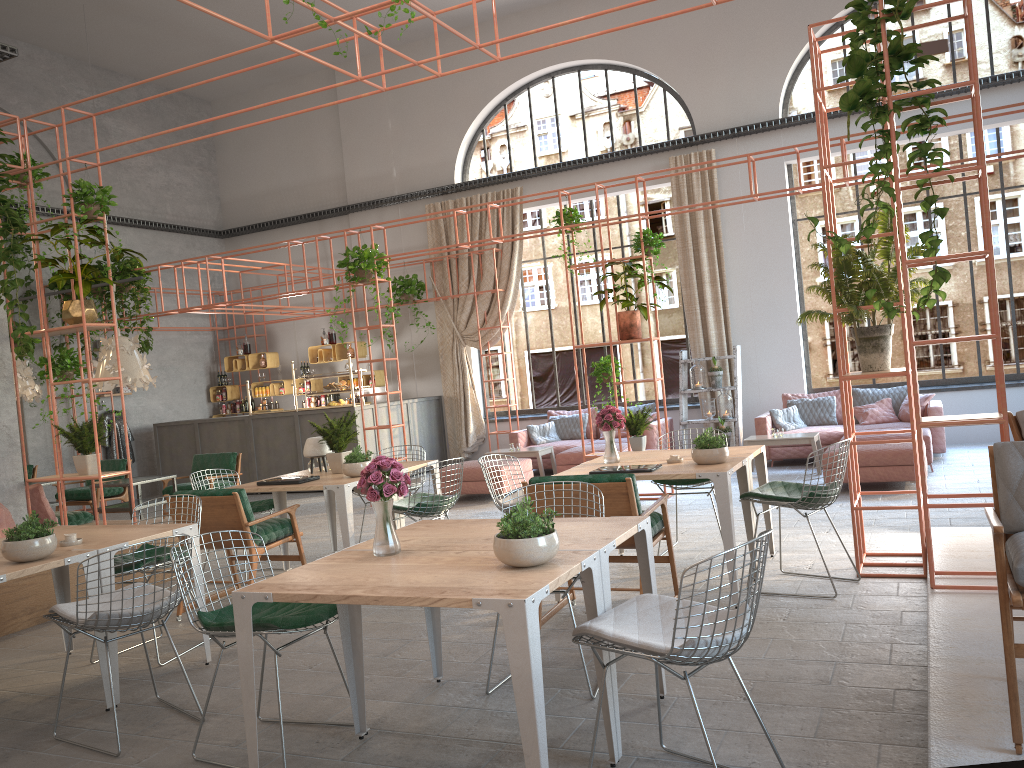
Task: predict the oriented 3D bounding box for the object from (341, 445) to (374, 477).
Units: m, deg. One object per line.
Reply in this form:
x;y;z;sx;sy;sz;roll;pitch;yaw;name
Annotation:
-1.223;0.605;6.986;0.254;0.247;0.248;-5;1;25;object

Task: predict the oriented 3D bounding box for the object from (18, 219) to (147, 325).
-3.611;-0.968;7.499;0.934;0.947;0.903;-6;1;-13;object

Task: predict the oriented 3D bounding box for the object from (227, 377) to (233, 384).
-5.251;-0.049;16.493;0.115;0.147;0.115;-6;1;-20;object

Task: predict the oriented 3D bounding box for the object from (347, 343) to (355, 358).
-2.774;-0.565;15.247;0.137;0.261;0.137;-6;1;-29;object

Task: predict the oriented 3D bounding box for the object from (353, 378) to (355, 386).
-2.737;-0.009;15.307;0.069;0.191;0.069;-6;1;-26;object

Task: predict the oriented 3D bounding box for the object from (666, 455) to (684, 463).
1.109;0.507;6.039;0.115;0.073;0.115;-5;1;20;object

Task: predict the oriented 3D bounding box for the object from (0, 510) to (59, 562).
-2.418;0.759;4.433;0.254;0.247;0.248;-5;1;25;object

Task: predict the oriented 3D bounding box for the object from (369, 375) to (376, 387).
-2.352;-0.050;15.004;0.131;0.207;0.131;-6;1;-20;object

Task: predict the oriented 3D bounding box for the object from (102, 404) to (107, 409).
-6.632;0.362;14.395;0.049;0.121;0.093;-5;1;28;object

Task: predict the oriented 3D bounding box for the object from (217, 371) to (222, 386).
-5.416;-0.104;16.405;0.066;0.291;0.066;-6;1;-5;object

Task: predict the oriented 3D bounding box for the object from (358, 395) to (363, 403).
-2.593;0.252;15.172;0.073;0.131;0.073;-5;1;18;object

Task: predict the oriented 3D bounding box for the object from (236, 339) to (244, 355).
-5.019;-0.672;16.377;0.134;0.301;0.134;-5;1;14;object

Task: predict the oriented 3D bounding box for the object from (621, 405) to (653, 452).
1.400;0.498;9.877;0.368;0.527;0.438;-5;1;25;object

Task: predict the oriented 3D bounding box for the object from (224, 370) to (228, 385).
-5.347;-0.113;16.548;0.066;0.291;0.066;-6;1;-25;object

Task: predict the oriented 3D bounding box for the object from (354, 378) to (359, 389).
-2.647;-0.015;15.097;0.069;0.191;0.069;-5;1;42;object

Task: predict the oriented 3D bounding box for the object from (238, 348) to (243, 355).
-4.941;-0.586;16.149;0.088;0.123;0.088;-6;1;-9;object

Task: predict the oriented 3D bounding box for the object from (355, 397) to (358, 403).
-2.688;0.274;15.153;0.115;0.107;0.115;-6;1;-8;object

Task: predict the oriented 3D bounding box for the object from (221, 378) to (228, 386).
-5.307;-0.042;16.374;0.115;0.147;0.115;-6;1;-20;object

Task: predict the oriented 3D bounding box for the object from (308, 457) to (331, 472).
-1.672;0.682;7.764;0.210;0.154;0.165;-5;1;15;object

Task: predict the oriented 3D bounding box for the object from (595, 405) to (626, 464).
0.712;0.358;6.368;0.225;0.414;0.213;-5;1;18;object

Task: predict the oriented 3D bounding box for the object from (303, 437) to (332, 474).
-1.664;0.612;7.608;0.241;0.313;0.241;-6;1;-20;object

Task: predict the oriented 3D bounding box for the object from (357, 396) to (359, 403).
-2.636;0.267;15.266;0.115;0.107;0.115;-5;1;31;object

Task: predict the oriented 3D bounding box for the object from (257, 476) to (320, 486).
-1.768;0.764;7.013;0.427;0.031;0.268;-5;1;25;object

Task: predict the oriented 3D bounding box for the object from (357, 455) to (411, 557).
-0.530;0.506;3.716;0.225;0.414;0.213;-5;1;18;object

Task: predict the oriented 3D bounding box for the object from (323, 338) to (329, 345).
-3.211;-0.738;15.330;0.088;0.123;0.088;-6;1;-9;object

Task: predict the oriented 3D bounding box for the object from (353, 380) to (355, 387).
-2.729;-0.007;15.136;0.069;0.191;0.069;-6;1;-29;object

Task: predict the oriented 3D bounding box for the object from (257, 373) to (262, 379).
-4.554;-0.114;16.018;0.083;0.159;0.083;-5;1;34;object

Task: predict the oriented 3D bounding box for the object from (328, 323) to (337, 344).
-3.136;-0.879;15.444;0.134;0.386;0.134;-5;1;14;object

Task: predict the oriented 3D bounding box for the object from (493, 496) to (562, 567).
0.046;0.542;3.267;0.252;0.247;0.247;-5;1;25;object

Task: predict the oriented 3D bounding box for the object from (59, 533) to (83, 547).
-2.400;0.839;4.822;0.115;0.078;0.115;-5;1;31;object

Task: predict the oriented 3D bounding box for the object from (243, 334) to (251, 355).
-4.866;-0.727;16.262;0.134;0.386;0.134;-6;1;-31;object

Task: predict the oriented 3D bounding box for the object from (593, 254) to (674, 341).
1.372;-0.972;9.880;0.923;0.946;0.924;-6;1;-9;object

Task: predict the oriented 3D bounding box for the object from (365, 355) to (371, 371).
-2.457;-0.358;15.160;0.075;0.273;0.075;-5;1;14;object

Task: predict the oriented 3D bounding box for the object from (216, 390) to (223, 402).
-5.419;0.221;16.439;0.131;0.207;0.131;-6;1;-20;object

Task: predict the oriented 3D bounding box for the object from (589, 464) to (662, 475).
0.750;0.567;5.842;0.427;0.031;0.268;-5;1;25;object

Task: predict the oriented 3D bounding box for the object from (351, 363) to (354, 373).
-2.741;-0.274;15.161;0.083;0.159;0.083;-6;1;-20;object

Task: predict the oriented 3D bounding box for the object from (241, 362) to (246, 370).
-4.867;-0.320;16.171;0.141;0.142;0.123;-5;1;25;object

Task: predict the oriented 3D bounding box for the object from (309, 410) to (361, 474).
-1.443;0.477;7.376;0.368;0.527;0.438;-5;1;25;object

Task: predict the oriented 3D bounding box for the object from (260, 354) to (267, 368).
-4.504;-0.413;16.065;0.137;0.261;0.137;-6;1;-29;object

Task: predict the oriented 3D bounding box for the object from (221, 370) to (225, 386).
-5.384;-0.108;16.475;0.066;0.291;0.066;-5;1;32;object

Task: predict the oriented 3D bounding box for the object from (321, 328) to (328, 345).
-3.289;-0.824;15.559;0.134;0.301;0.134;-5;1;14;object

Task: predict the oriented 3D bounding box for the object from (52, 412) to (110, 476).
-3.589;0.505;7.464;0.368;0.527;0.438;-5;1;25;object

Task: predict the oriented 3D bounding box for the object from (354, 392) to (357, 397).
-2.727;0.171;15.238;0.115;0.107;0.115;-6;1;-8;object

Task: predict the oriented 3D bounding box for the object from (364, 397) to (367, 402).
-2.537;0.245;15.304;0.073;0.131;0.073;-5;1;18;object

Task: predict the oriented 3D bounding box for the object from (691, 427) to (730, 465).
1.294;0.408;5.816;0.252;0.247;0.247;-5;1;25;object

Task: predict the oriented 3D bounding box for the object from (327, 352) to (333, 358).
-3.137;-0.473;15.353;0.141;0.142;0.123;-5;1;25;object

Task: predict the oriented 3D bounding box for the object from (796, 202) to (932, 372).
2.431;-0.637;6.009;0.894;1.100;0.900;-6;1;-36;object

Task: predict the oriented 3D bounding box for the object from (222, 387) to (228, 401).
-5.285;0.183;16.361;0.094;0.248;0.072;-5;1;25;object
